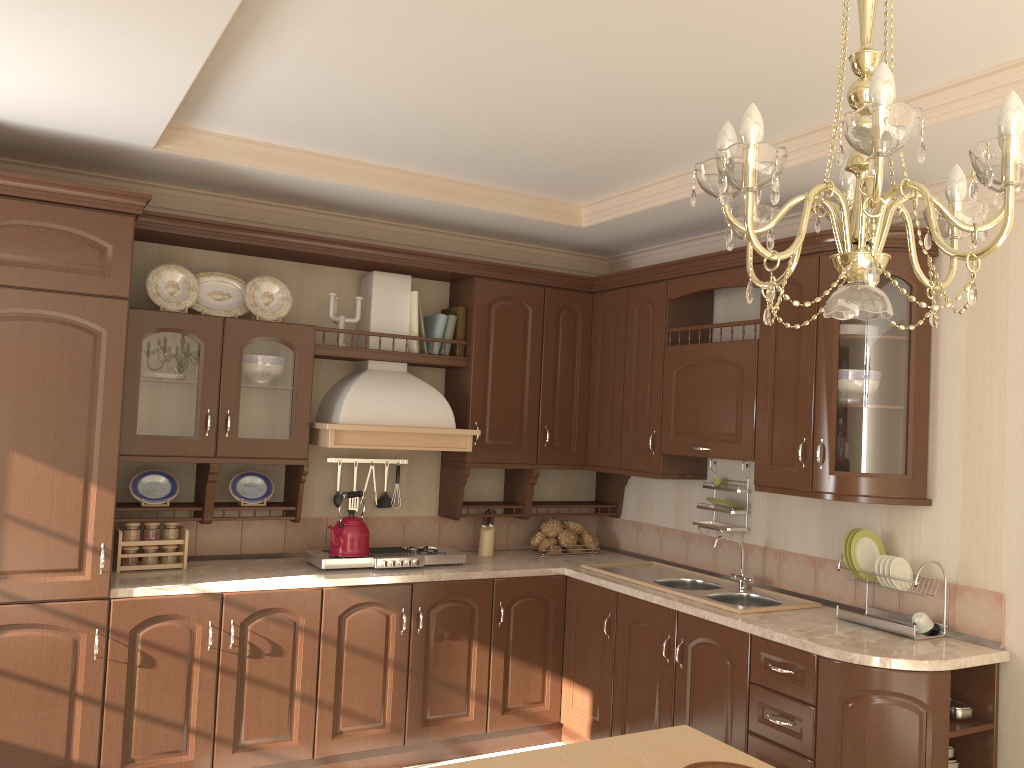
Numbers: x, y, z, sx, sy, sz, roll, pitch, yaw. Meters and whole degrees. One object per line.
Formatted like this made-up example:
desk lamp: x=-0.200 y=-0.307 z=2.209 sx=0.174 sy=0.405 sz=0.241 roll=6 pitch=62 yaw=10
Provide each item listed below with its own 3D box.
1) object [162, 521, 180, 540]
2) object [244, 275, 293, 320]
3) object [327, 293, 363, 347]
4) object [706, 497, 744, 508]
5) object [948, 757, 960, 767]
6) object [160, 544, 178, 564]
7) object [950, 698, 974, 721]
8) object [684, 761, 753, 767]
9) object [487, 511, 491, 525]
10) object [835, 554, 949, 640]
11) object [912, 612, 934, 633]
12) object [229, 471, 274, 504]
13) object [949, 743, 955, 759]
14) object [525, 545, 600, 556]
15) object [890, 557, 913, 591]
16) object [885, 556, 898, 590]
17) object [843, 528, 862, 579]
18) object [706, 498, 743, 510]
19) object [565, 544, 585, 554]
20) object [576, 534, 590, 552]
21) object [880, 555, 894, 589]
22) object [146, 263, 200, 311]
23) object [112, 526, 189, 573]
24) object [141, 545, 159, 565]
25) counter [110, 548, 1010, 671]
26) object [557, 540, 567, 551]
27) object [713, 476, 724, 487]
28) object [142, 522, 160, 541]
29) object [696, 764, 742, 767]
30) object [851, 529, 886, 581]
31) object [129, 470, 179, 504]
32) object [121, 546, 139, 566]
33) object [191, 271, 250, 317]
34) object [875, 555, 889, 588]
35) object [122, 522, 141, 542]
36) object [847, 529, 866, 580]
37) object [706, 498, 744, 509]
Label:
object: x=-1.459 y=0.626 z=3.790 sx=0.068 sy=0.088 sz=0.068 roll=3 pitch=-3 yaw=-14
object: x=-1.095 y=-0.389 z=3.987 sx=0.220 sy=0.210 sz=0.068 roll=4 pitch=-3 yaw=-32
object: x=-0.817 y=-0.295 z=4.179 sx=0.174 sy=0.248 sz=0.163 roll=2 pitch=-3 yaw=23
object: x=0.985 y=0.550 z=4.103 sx=0.167 sy=0.051 sz=0.174 roll=4 pitch=-3 yaw=-30
object: x=1.449 y=1.296 z=3.043 sx=0.106 sy=0.057 sz=0.152 roll=4 pitch=-3 yaw=-19
object: x=-1.463 y=0.727 z=3.786 sx=0.068 sy=0.088 sz=0.068 roll=3 pitch=-3 yaw=-14
object: x=1.520 y=1.121 z=3.057 sx=0.084 sy=0.045 sz=0.120 roll=4 pitch=-3 yaw=-19
object: x=0.444 y=0.829 z=1.806 sx=0.204 sy=0.042 sz=0.204 roll=2 pitch=-2 yaw=9
object: x=-0.127 y=0.748 z=4.651 sx=0.016 sy=0.158 sz=0.051 roll=2 pitch=-3 yaw=23
object: x=1.395 y=0.762 z=3.273 sx=0.172 sy=0.275 sz=0.359 roll=4 pitch=-3 yaw=-29
object: x=1.480 y=0.859 z=3.194 sx=0.073 sy=0.072 sz=0.085 roll=2 pitch=-3 yaw=24
object: x=-1.172 y=0.466 z=3.996 sx=0.202 sy=0.143 sz=0.071 roll=4 pitch=-3 yaw=-32
object: x=1.451 y=1.249 z=3.045 sx=0.084 sy=0.045 sz=0.120 roll=4 pitch=-3 yaw=-19
object: x=0.272 y=0.881 z=4.756 sx=0.364 sy=0.060 sz=0.199 roll=4 pitch=-3 yaw=-30
object: x=1.420 y=0.694 z=3.237 sx=0.123 sy=0.119 sz=0.034 roll=4 pitch=-3 yaw=-30
object: x=1.410 y=0.694 z=3.255 sx=0.123 sy=0.119 sz=0.034 roll=4 pitch=-3 yaw=-30
object: x=1.335 y=0.649 z=3.398 sx=0.193 sy=0.188 sz=0.047 roll=4 pitch=-3 yaw=-29
object: x=0.983 y=0.556 z=4.102 sx=0.167 sy=0.051 sz=0.174 roll=4 pitch=-3 yaw=-30
object: x=0.338 y=0.885 z=4.766 sx=0.103 sy=0.060 sz=0.105 roll=4 pitch=-3 yaw=-35
object: x=0.371 y=0.865 z=4.836 sx=0.091 sy=0.100 sz=0.125 roll=4 pitch=-3 yaw=-34
object: x=1.400 y=0.695 z=3.274 sx=0.123 sy=0.119 sz=0.034 roll=4 pitch=-3 yaw=-28
object: x=-1.446 y=-0.414 z=3.785 sx=0.220 sy=0.210 sz=0.068 roll=4 pitch=-3 yaw=-32
object: x=-1.529 y=0.694 z=3.743 sx=0.276 sy=0.170 sz=0.140 roll=4 pitch=-3 yaw=-34
object: x=-1.528 y=0.722 z=3.742 sx=0.068 sy=0.088 sz=0.068 roll=3 pitch=-3 yaw=-14
counter: x=-0.052 y=0.852 z=3.395 sx=2.603 sy=0.034 sz=2.422 roll=4 pitch=-3 yaw=-30
object: x=0.287 y=0.860 z=4.798 sx=0.098 sy=0.094 sz=0.114 roll=1 pitch=-3 yaw=40
object: x=0.978 y=0.463 z=4.199 sx=0.044 sy=0.051 sz=0.049 roll=1 pitch=-3 yaw=29
object: x=-1.523 y=0.621 z=3.747 sx=0.068 sy=0.088 sz=0.068 roll=3 pitch=-3 yaw=-14
object: x=0.445 y=0.825 z=1.805 sx=0.168 sy=0.034 sz=0.168 roll=4 pitch=-3 yaw=-19
object: x=1.353 y=0.649 z=3.366 sx=0.193 sy=0.188 sz=0.047 roll=4 pitch=-3 yaw=-29
object: x=-1.529 y=0.440 z=3.794 sx=0.202 sy=0.143 sz=0.071 roll=4 pitch=-3 yaw=-32
object: x=-1.592 y=0.717 z=3.698 sx=0.068 sy=0.088 sz=0.068 roll=3 pitch=-3 yaw=-14
object: x=-1.298 y=-0.398 z=3.935 sx=0.342 sy=0.209 sz=0.073 roll=4 pitch=-3 yaw=-29
object: x=1.390 y=0.695 z=3.292 sx=0.123 sy=0.119 sz=0.034 roll=4 pitch=-3 yaw=-30
object: x=-1.587 y=0.616 z=3.703 sx=0.068 sy=0.088 sz=0.068 roll=3 pitch=-3 yaw=-14
object: x=1.344 y=0.649 z=3.382 sx=0.193 sy=0.188 sz=0.047 roll=4 pitch=-3 yaw=-29
object: x=0.984 y=0.553 z=4.102 sx=0.167 sy=0.051 sz=0.174 roll=4 pitch=-3 yaw=-30
